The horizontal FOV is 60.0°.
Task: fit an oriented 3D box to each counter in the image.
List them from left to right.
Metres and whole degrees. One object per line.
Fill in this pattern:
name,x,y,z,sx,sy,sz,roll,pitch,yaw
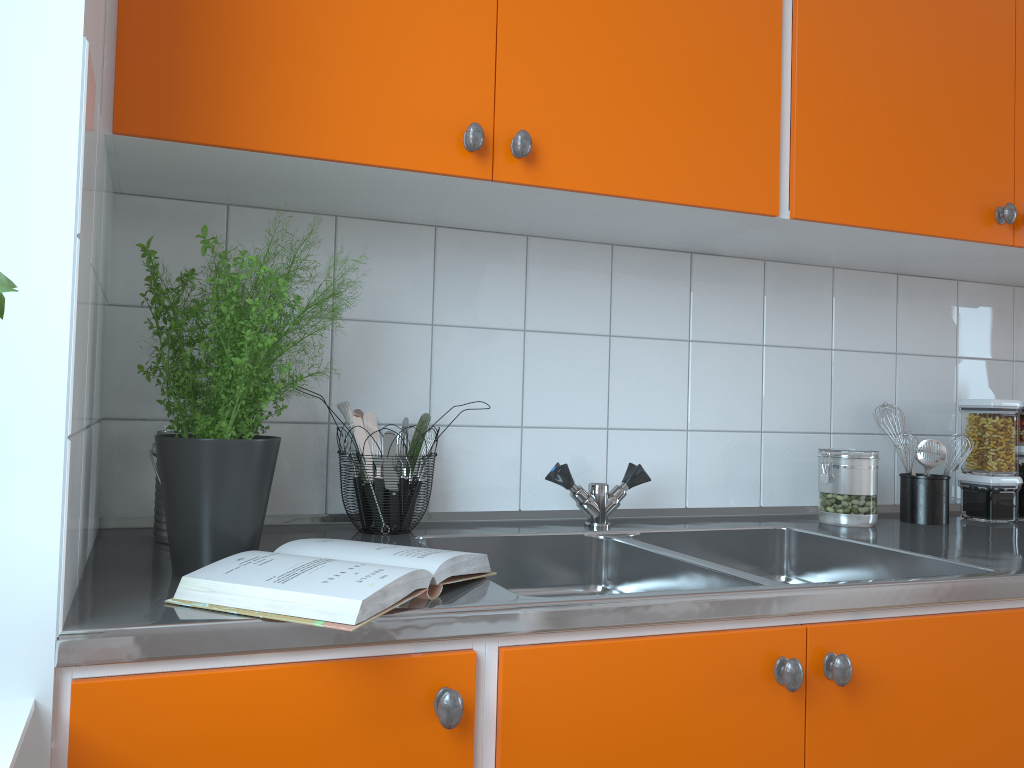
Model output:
counter,0.890,0.330,1.676,3.085,0.132,0.685,2,-2,-21

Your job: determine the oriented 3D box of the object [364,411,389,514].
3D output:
object,-0.229,0.147,1.545,0.076,0.198,0.022,0,-2,33

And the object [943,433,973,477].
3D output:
object,0.900,0.164,1.812,0.044,0.131,0.077,3,-2,-30

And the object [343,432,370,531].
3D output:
object,-0.264,0.164,1.498,0.071,0.163,0.020,0,-2,37

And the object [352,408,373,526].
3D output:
object,-0.257,0.144,1.538,0.025,0.203,0.056,3,-3,-39

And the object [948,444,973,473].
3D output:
object,0.902,0.205,1.845,0.034,0.164,0.119,3,-3,-41

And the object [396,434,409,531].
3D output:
object,-0.187,0.167,1.520,0.020,0.163,0.071,2,-2,-18

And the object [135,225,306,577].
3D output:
object,-0.371,0.021,1.114,0.192,0.432,0.156,2,-2,2

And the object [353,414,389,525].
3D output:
object,-0.244,0.150,1.525,0.089,0.192,0.024,0,-2,35

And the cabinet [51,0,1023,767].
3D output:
cabinet,0.909,-0.026,1.673,3.087,2.349,0.708,2,-2,-21

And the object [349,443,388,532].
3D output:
object,-0.243,0.172,1.494,0.019,0.146,0.110,3,-2,-41

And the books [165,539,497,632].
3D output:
books,-0.191,0.218,1.034,0.234,0.040,0.339,1,-2,23

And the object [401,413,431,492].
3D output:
object,-0.179,0.149,1.537,0.074,0.198,0.024,3,-3,-44

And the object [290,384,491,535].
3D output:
object,-0.202,0.127,1.503,0.325,0.244,0.175,3,-2,-44

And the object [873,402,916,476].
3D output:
object,0.858,0.165,1.910,0.063,0.251,0.186,2,-2,-21

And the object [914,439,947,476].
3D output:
object,0.837,0.200,1.815,0.052,0.177,0.088,2,-2,-13

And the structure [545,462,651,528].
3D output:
structure,0.159,0.204,1.632,0.200,0.116,0.049,2,-2,-21

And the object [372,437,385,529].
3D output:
object,-0.227,0.169,1.516,0.020,0.153,0.086,2,-2,-16

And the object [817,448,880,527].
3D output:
object,0.676,0.207,1.785,0.118,0.150,0.116,1,-2,13

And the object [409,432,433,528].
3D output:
object,-0.163,0.165,1.525,0.021,0.166,0.054,0,-3,45

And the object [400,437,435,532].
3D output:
object,-0.163,0.168,1.503,0.021,0.158,0.077,0,-2,36

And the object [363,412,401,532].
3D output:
object,-0.209,0.147,1.527,0.074,0.199,0.135,3,-2,-41

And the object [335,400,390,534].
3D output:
object,-0.242,0.136,1.438,0.098,0.218,0.018,2,-2,-21

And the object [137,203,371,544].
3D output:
object,-0.400,-0.017,1.344,0.322,0.512,0.285,3,-2,-26

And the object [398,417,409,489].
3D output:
object,-0.192,0.153,1.552,0.017,0.190,0.060,2,-2,-2

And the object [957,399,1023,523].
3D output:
object,1.127,0.168,1.949,0.299,0.261,0.095,2,-2,-21

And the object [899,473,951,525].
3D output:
object,0.859,0.242,1.846,0.095,0.105,0.097,3,-2,-40

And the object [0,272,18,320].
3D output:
object,-0.309,0.070,0.212,0.275,0.407,0.305,1,-2,28

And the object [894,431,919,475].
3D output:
object,0.821,0.192,1.839,0.045,0.190,0.106,0,-2,30
